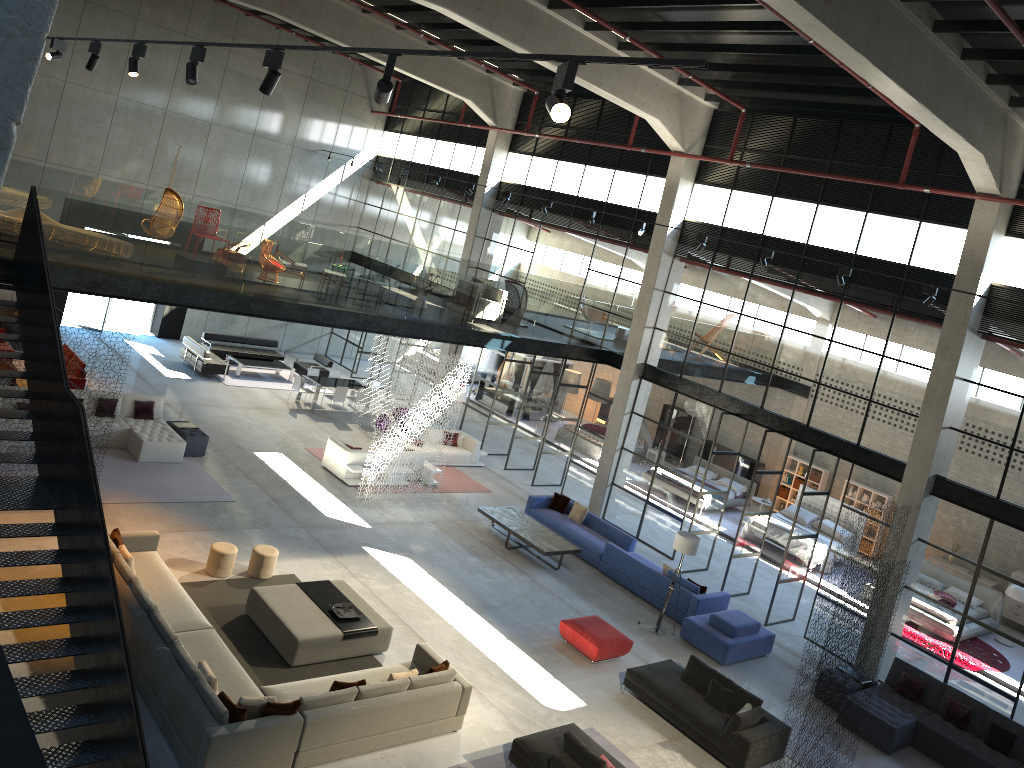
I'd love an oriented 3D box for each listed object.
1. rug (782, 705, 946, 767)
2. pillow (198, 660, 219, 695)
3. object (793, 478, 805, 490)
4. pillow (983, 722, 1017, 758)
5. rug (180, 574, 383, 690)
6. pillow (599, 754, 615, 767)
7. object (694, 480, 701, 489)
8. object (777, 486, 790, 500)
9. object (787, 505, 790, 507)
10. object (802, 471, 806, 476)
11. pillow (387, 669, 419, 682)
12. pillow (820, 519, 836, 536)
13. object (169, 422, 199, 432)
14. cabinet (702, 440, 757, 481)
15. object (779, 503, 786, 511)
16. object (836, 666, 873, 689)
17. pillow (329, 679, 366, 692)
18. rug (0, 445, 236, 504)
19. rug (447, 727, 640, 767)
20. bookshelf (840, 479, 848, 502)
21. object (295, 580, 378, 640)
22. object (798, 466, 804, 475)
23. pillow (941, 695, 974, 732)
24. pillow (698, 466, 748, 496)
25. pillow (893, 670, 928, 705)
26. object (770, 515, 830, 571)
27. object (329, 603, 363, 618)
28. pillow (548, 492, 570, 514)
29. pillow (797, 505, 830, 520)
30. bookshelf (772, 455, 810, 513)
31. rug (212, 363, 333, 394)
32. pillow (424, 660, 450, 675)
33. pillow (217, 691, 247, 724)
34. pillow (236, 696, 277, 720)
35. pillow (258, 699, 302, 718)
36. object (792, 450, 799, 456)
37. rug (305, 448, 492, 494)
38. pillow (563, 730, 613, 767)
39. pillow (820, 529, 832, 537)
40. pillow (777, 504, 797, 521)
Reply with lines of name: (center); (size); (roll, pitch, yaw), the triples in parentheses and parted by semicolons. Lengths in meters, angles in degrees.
rug: (5.601, 5.678, 12.216); (2.613, 0.020, 3.723); (6, 13, -42)
pillow: (-3.265, 3.244, 9.444); (0.204, 0.379, 0.411); (12, 7, -42)
object: (8.384, 2.917, 25.380); (0.319, 0.295, 0.332); (9, 9, -42)
pillow: (7.353, 5.367, 13.220); (0.216, 0.332, 0.393); (11, 8, -45)
rug: (-3.234, 3.445, 11.551); (2.613, 0.020, 3.723); (6, 13, -42)
pillow: (1.097, 4.340, 9.736); (0.349, 0.306, 0.196); (21, 7, 43)
object: (4.809, 2.754, 24.172); (0.709, 0.245, 2.166); (7, 13, -42)
object: (8.022, 3.193, 25.693); (0.319, 0.295, 0.332); (9, 9, -42)
object: (8.168, 3.708, 25.413); (0.319, 0.295, 0.332); (9, 9, -42)
object: (8.487, 2.598, 25.447); (0.186, 0.131, 0.186); (16, 7, 11)
pillow: (-1.352, 3.575, 10.434); (0.396, 0.379, 0.212); (10, 6, -42)
pillow: (8.092, 3.673, 22.041); (0.682, 0.290, 1.004); (8, 12, -40)
object: (-6.762, 0.894, 18.121); (0.308, 0.099, 0.512); (23, 13, 41)
cabinet: (6.711, 2.661, 27.247); (0.443, 1.151, 2.135); (12, 8, -43)
object: (7.905, 3.619, 25.680); (0.138, 0.234, 0.141); (15, 4, -6)
object: (5.660, 4.850, 14.535); (0.296, 0.099, 0.531); (8, 12, -37)
pillow: (-1.900, 3.508, 9.998); (0.404, 0.355, 0.275); (11, 6, -32)
rug: (-7.212, 1.614, 15.825); (3.582, 0.020, 2.716); (6, 13, -42)
rug: (1.257, 5.023, 9.433); (2.613, 0.020, 3.723); (6, 13, -42)
bookshelf: (9.538, 3.690, 24.003); (0.325, 1.747, 1.270); (13, 5, -43)
object: (-2.480, 3.131, 12.302); (0.528, 0.086, 1.511); (6, 13, -42)
object: (8.355, 2.514, 25.386); (0.157, 0.246, 0.152); (18, 5, 39)
pillow: (6.957, 5.143, 13.699); (0.189, 0.374, 0.416); (12, 7, -42)
pillow: (5.784, 2.704, 25.113); (0.541, 0.310, 1.978); (8, 12, -42)
pillow: (6.472, 4.926, 14.251); (0.232, 0.342, 0.424); (11, 8, -42)
object: (6.885, 3.846, 21.670); (0.643, 0.653, 2.340); (10, 10, -39)
object: (-2.297, 3.140, 12.116); (0.381, 0.035, 0.396); (7, 13, -39)
pillow: (1.049, 2.621, 19.288); (0.405, 0.369, 0.257); (18, 5, 26)
pillow: (7.702, 3.461, 22.802); (0.482, 0.320, 1.080); (8, 11, -42)
bookshelf: (8.334, 3.120, 25.402); (0.325, 1.747, 1.270); (13, 5, -43)
rug: (-7.266, -0.199, 25.794); (3.346, 0.025, 2.472); (6, 13, -42)
pillow: (-0.982, 3.607, 10.829); (0.264, 0.369, 0.396); (17, 7, 25)
pillow: (-2.887, 3.418, 9.064); (0.405, 0.369, 0.257); (18, 5, 26)
pillow: (-2.729, 3.420, 9.262); (0.396, 0.354, 0.269); (12, 6, -26)
pillow: (-2.471, 3.491, 9.272); (0.393, 0.369, 0.266); (10, 7, -39)
object: (8.351, 2.059, 25.833); (0.052, 0.150, 0.239); (12, 7, -45)
rug: (-2.619, 2.008, 20.419); (3.582, 0.020, 2.716); (6, 13, -42)
pillow: (1.333, 4.440, 9.513); (1.927, 0.417, 0.431); (20, 8, 27)
pillow: (8.126, 3.772, 22.090); (0.706, 0.328, 0.984); (7, 12, -41)
pillow: (7.419, 3.411, 22.670); (0.656, 0.371, 1.053); (8, 11, -39)
